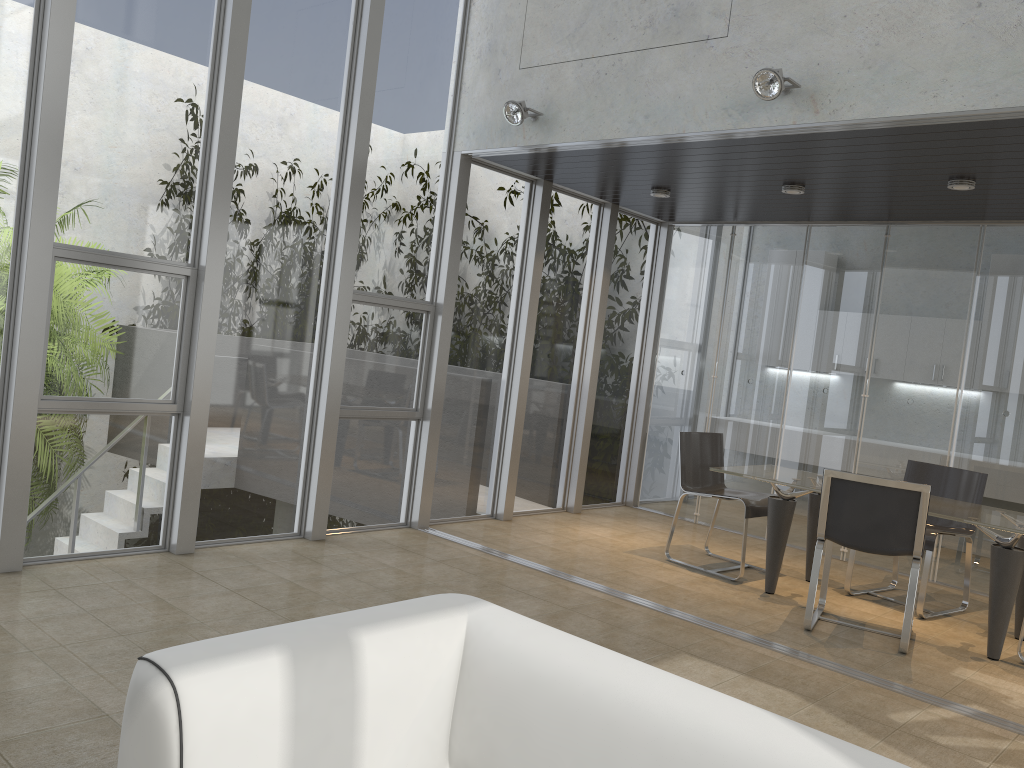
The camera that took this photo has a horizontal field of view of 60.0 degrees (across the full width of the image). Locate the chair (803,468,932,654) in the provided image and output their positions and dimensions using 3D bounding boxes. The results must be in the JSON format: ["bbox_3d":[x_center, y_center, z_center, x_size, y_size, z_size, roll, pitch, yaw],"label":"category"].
[{"bbox_3d":[2.043,0.961,5.065,0.546,0.922,0.660,8,3,26],"label":"chair"}]

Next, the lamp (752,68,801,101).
[{"bbox_3d":[1.343,-1.519,4.541,0.197,0.154,0.254,9,3,41],"label":"lamp"}]

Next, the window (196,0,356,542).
[{"bbox_3d":[-1.296,-1.858,5.311,0.010,5.650,0.741,9,3,41],"label":"window"}]

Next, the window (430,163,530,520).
[{"bbox_3d":[-0.265,-0.287,6.744,0.010,2.645,0.741,9,3,41],"label":"window"}]

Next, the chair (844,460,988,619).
[{"bbox_3d":[2.680,1.001,5.885,0.660,0.922,0.546,5,3,-38],"label":"chair"}]

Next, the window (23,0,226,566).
[{"bbox_3d":[-1.890,-1.899,4.617,0.050,5.700,0.800,9,3,41],"label":"window"}]

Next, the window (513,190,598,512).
[{"bbox_3d":[0.340,-0.245,7.428,0.010,2.645,0.741,9,3,41],"label":"window"}]

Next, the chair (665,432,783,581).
[{"bbox_3d":[1.534,0.846,6.286,0.546,0.922,0.660,4,3,-43],"label":"chair"}]

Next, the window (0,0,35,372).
[{"bbox_3d":[-2.506,-1.942,3.944,0.010,5.650,0.741,9,3,41],"label":"window"}]

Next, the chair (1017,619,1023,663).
[{"bbox_3d":[3.220,1.115,4.770,0.546,0.922,0.660,4,3,-43],"label":"chair"}]

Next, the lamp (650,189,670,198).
[{"bbox_3d":[1.135,-1.459,6.787,0.149,0.038,0.149,5,3,-33],"label":"lamp"}]

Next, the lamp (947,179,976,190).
[{"bbox_3d":[2.720,-1.206,5.368,0.149,0.038,0.149,5,3,-33],"label":"lamp"}]

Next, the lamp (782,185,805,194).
[{"bbox_3d":[1.928,-1.332,6.077,0.149,0.038,0.149,5,3,-33],"label":"lamp"}]

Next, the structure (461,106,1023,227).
[{"bbox_3d":[-0.501,-2.127,3.114,9.817,6.605,10.665,9,3,40],"label":"structure"}]

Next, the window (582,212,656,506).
[{"bbox_3d":[0.945,-0.203,8.111,0.010,2.645,0.741,9,3,41],"label":"window"}]

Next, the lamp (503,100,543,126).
[{"bbox_3d":[0.053,-1.724,5.677,0.197,0.154,0.228,9,3,41],"label":"lamp"}]

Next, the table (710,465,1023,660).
[{"bbox_3d":[2.403,1.072,5.512,2.250,0.733,0.900,9,3,41],"label":"table"}]

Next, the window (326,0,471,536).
[{"bbox_3d":[-0.680,-1.815,5.984,0.050,5.700,0.800,9,3,41],"label":"window"}]

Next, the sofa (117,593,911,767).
[{"bbox_3d":[0.462,1.004,1.291,2.601,0.638,0.971,9,3,41],"label":"sofa"}]
